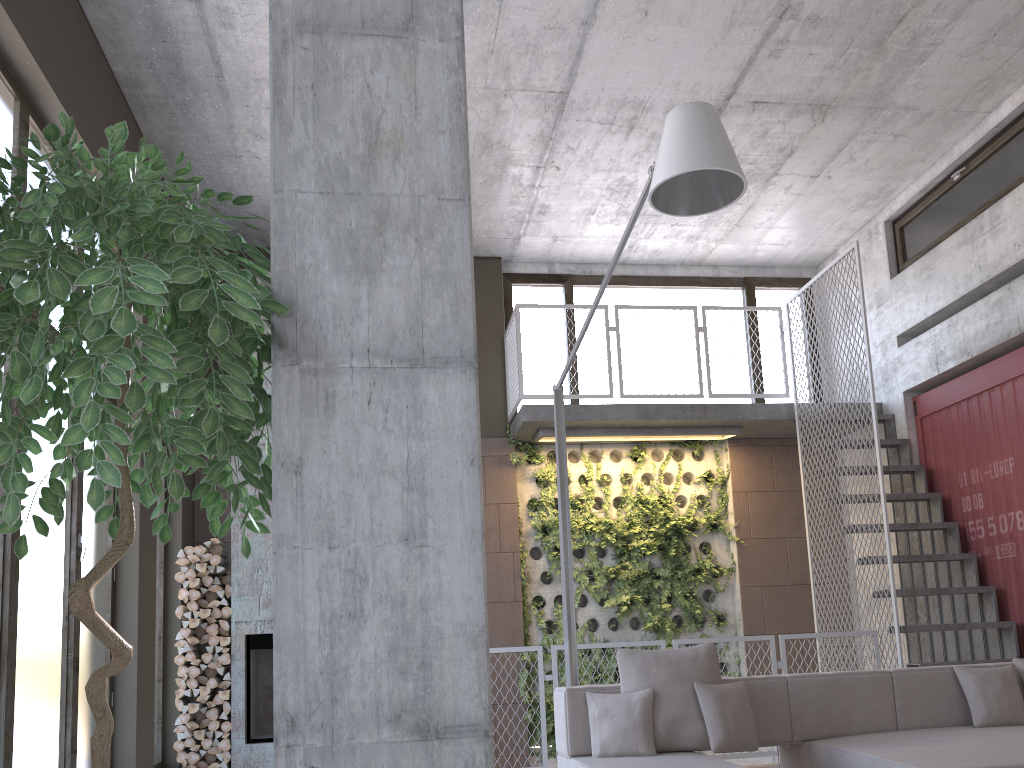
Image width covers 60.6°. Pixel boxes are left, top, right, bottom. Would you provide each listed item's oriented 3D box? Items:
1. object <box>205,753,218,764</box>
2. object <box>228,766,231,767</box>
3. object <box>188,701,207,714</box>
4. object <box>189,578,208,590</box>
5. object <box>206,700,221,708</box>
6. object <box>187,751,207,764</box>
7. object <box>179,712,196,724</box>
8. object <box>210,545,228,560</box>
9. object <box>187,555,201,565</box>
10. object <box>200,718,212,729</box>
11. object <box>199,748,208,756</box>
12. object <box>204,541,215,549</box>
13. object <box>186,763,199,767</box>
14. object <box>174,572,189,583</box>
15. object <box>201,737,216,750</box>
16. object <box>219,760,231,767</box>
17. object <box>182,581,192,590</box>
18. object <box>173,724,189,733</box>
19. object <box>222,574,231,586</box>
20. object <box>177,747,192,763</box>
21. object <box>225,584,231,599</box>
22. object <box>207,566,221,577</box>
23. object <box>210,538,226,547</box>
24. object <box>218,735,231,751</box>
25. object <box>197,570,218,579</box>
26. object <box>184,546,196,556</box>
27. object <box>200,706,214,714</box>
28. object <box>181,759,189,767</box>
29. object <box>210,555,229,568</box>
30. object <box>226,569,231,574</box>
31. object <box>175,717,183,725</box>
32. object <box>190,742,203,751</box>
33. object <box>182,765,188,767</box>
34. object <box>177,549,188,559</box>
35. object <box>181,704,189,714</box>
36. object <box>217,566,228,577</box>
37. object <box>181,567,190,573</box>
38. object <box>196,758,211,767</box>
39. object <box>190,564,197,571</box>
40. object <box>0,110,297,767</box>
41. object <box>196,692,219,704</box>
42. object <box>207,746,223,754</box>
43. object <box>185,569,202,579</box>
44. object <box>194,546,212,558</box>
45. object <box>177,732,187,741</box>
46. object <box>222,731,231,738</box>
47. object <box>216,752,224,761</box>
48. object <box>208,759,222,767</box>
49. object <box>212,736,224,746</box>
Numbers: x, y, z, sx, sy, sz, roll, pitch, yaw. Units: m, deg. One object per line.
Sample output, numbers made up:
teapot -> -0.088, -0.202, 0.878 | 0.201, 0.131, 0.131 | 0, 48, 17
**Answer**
object -> -2.599, 3.245, 7.652 | 0.104, 0.099, 0.301 | -1, -16, -9
object -> -2.440, 3.359, 7.602 | 0.091, 0.089, 0.451 | -1, -16, -9
object -> -2.708, 2.793, 7.590 | 0.093, 0.081, 0.494 | -1, -16, -9
object -> -2.757, 1.770, 7.739 | 0.093, 0.081, 0.494 | -1, -16, -9
object -> -2.582, 2.776, 7.618 | 0.089, 0.055, 0.343 | -1, -16, -8
object -> -2.694, 3.181, 7.508 | 0.098, 0.104, 0.303 | -1, -16, -8
object -> -2.777, 2.878, 7.594 | 0.091, 0.087, 0.469 | -1, -16, -7
object -> -2.630, 1.513, 7.880 | 0.099, 0.105, 0.303 | -1, -16, -8
object -> -2.773, 1.570, 7.756 | 0.113, 0.077, 0.449 | 0, -16, -9
object -> -2.634, 2.950, 7.657 | 0.101, 0.084, 0.374 | -1, -16, -8
object -> -2.638, 3.163, 7.578 | 0.064, 0.072, 0.370 | -1, -16, -10
object -> -2.687, 1.458, 7.821 | 0.065, 0.071, 0.370 | 0, -16, -10
object -> -2.722, 3.299, 7.563 | 0.092, 0.090, 0.451 | -1, -16, -9
object -> -2.879, 1.719, 7.727 | 0.091, 0.089, 0.451 | -1, -16, -9
object -> -2.604, 3.094, 7.587 | 0.091, 0.087, 0.469 | 0, -16, -10
object -> -2.469, 3.271, 7.601 | 0.071, 0.070, 0.436 | -1, -16, -9
object -> -2.832, 1.781, 7.729 | 0.067, 0.065, 0.436 | -1, -16, -9
object -> -2.823, 2.963, 7.577 | 0.122, 0.066, 0.375 | 0, -16, -9
object -> -2.530, 1.776, 7.895 | 0.100, 0.099, 0.302 | -1, -16, -7
object -> -2.794, 3.185, 7.539 | 0.101, 0.100, 0.302 | -1, -16, -7
object -> -2.498, 1.856, 7.814 | 0.063, 0.122, 0.375 | -1, -16, -10
object -> -2.635, 1.665, 7.785 | 0.067, 0.064, 0.436 | -1, -16, -9
object -> -2.632, 1.429, 7.861 | 0.087, 0.054, 0.343 | 0, -16, -9
object -> -2.445, 3.077, 7.519 | 0.101, 0.100, 0.302 | -1, -16, -9
object -> -2.698, 1.707, 7.783 | 0.115, 0.077, 0.449 | 0, -16, -9
object -> -2.826, 1.511, 7.799 | 0.091, 0.088, 0.469 | 0, -16, -10
object -> -2.644, 2.822, 7.629 | 0.064, 0.072, 0.370 | -1, -16, -7
object -> -2.762, 3.207, 7.452 | 0.045, 0.070, 0.259 | -1, -16, -9
object -> -2.598, 1.586, 7.795 | 0.093, 0.090, 0.451 | -1, -16, -9
object -> -2.522, 1.704, 7.908 | 0.064, 0.047, 0.258 | -1, -16, -7
object -> -2.840, 2.905, 7.612 | 0.067, 0.069, 0.436 | -1, -16, -8
object -> -2.696, 3.117, 7.549 | 0.089, 0.055, 0.343 | 0, -16, -9
object -> -2.821, 3.335, 7.499 | 0.064, 0.121, 0.375 | -1, -16, -10
object -> -2.883, 1.517, 7.759 | 0.067, 0.067, 0.436 | -1, -16, -9
object -> -2.782, 2.803, 7.580 | 0.067, 0.065, 0.436 | -1, -16, -9
object -> -2.555, 1.664, 7.797 | 0.066, 0.065, 0.436 | -1, -16, -9
object -> -2.859, 1.659, 7.757 | 0.066, 0.084, 0.438 | 0, -16, -11
object -> -2.650, 3.291, 7.602 | 0.101, 0.084, 0.374 | 0, -16, -9
object -> -2.813, 1.655, 7.852 | 0.071, 0.069, 0.436 | -1, -16, -9
object -> -0.870, 0.328, 1.793 | 1.008, 1.816, 0.985 | 7, -14, -42
object -> -2.648, 2.729, 7.633 | 0.115, 0.077, 0.449 | 0, -16, -9
object -> -2.537, 3.148, 7.590 | 0.122, 0.066, 0.375 | -1, -16, -7
object -> -2.793, 1.694, 7.739 | 0.091, 0.087, 0.469 | -1, -16, -9
object -> -2.723, 1.492, 7.729 | 0.104, 0.100, 0.301 | -1, -16, -9
object -> -2.807, 3.037, 7.580 | 0.066, 0.082, 0.438 | -1, -16, -6
object -> -2.440, 3.004, 7.530 | 0.063, 0.046, 0.258 | 0, -16, -9
object -> -2.501, 3.216, 7.598 | 0.066, 0.082, 0.438 | 0, -16, -11
object -> -2.547, 3.300, 7.605 | 0.115, 0.077, 0.449 | 0, -16, -9
object -> -2.540, 3.092, 7.627 | 0.067, 0.069, 0.436 | -1, -16, -9
